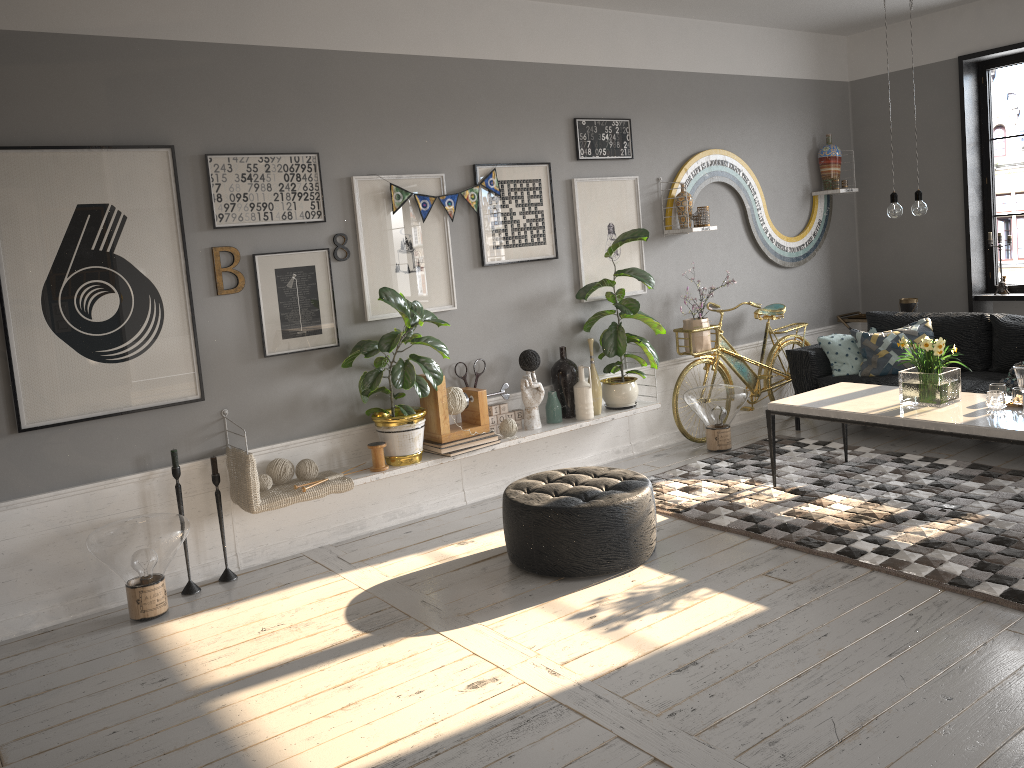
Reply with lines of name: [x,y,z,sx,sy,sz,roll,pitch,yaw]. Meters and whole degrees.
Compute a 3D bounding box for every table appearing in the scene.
table: [2.158,0.351,4.592,0.736,0.507,1.459,-11,10,-35]
table: [3.081,-0.235,7.211,0.341,0.675,0.744,-9,8,-35]

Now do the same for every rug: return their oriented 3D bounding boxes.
rug: [1.920,0.597,4.703,1.780,0.034,2.533,-11,11,-35]

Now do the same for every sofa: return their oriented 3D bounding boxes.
sofa: [2.990,-0.037,5.706,0.975,0.792,2.346,-11,10,-36]

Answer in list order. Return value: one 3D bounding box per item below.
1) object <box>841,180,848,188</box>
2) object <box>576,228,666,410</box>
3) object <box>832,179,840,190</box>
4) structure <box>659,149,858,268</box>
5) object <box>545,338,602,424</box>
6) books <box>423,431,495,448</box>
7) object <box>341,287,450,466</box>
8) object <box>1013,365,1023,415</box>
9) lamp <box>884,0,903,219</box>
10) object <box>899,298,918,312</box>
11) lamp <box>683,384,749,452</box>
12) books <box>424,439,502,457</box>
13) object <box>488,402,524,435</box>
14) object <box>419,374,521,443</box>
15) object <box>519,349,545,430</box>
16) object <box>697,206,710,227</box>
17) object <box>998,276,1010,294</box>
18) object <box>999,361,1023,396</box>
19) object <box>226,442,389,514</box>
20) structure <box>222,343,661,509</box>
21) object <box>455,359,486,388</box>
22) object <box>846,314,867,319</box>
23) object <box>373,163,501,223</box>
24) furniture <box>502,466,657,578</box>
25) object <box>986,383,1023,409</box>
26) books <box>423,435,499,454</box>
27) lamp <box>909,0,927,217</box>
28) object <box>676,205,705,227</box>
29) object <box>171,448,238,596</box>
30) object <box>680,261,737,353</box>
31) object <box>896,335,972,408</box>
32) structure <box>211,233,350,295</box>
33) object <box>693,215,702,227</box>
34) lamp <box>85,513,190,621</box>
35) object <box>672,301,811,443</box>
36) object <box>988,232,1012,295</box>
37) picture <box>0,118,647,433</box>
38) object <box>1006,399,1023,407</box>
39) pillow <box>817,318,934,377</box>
object: [2.668,-1.605,7.098,0.050,0.058,0.050,1,9,44]
object: [0.706,-0.416,5.713,0.567,1.142,0.419,-5,6,4]
object: [2.594,-1.596,7.086,0.060,0.078,0.060,1,9,43]
structure: [1.935,-1.325,6.686,2.033,0.949,0.267,-11,8,-36]
object: [0.377,-0.023,5.523,0.331,0.485,0.288,-3,6,14]
books: [-0.314,0.305,5.029,0.381,0.017,0.229,-12,12,-38]
object: [-0.596,-0.050,4.730,0.545,0.957,0.514,0,8,39]
object: [2.436,0.024,4.162,0.168,0.225,0.082,-8,6,-24]
lamp: [1.630,-1.479,3.834,0.074,1.526,1.407,-3,7,23]
object: [3.136,-0.593,6.992,0.141,0.159,0.139,-5,7,2]
lamp: [1.388,0.230,5.987,0.432,0.434,0.435,-6,7,-5]
books: [-0.295,0.349,5.038,0.370,0.021,0.297,-13,12,-41]
object: [-0.052,0.201,5.349,0.266,0.172,0.078,-10,7,-30]
object: [-0.227,0.129,5.082,0.548,0.437,0.239,-11,8,-36]
object: [0.116,0.031,5.352,0.156,0.480,0.136,-9,7,-36]
object: [1.337,-1.167,6.171,0.086,0.139,0.086,-11,9,-43]
object: [3.805,-0.774,6.841,0.085,0.150,0.085,-9,7,-32]
object: [3.117,0.081,5.049,0.493,0.327,0.667,-12,11,-40]
object: [-1.015,0.411,4.515,0.789,0.304,0.329,-11,9,-35]
structure: [-0.228,0.152,5.119,2.791,0.483,0.308,-12,9,-36]
object: [-0.230,0.087,5.260,0.223,0.460,0.019,-9,7,-36]
object: [2.963,-0.557,7.306,0.248,0.015,0.319,-11,11,-35]
object: [-0.405,-1.098,5.104,0.919,0.337,0.057,-11,8,-36]
furniture: [0.323,0.642,4.260,0.735,0.354,0.741,2,11,41]
object: [2.476,0.063,4.353,0.246,0.087,0.281,0,10,32]
books: [-0.304,0.327,5.025,0.386,0.029,0.260,-11,11,-35]
lamp: [1.766,-1.495,3.858,0.074,1.526,1.407,-3,7,23]
object: [1.226,-1.152,6.073,0.197,0.165,0.060,-5,6,-2]
object: [-1.492,0.629,4.248,0.281,0.696,0.091,-11,8,-43]
object: [1.399,-0.552,6.202,0.489,0.637,0.254,-7,6,-18]
object: [2.144,-0.078,4.563,0.326,0.349,0.352,-10,9,-33]
structure: [-1.175,-0.628,4.584,0.743,0.261,0.024,-11,8,-36]
object: [1.312,-1.149,6.251,0.062,0.081,0.063,-1,8,30]
lamp: [-1.650,0.823,3.960,0.433,0.434,0.435,-7,7,-14]
object: [1.750,-0.149,6.499,0.427,0.963,1.637,1,10,45]
object: [3.726,-0.927,6.778,0.145,0.487,0.163,-5,6,0]
picture: [-0.859,-0.400,2.312,7.333,1.782,4.049,-11,11,-35]
object: [2.597,0.092,4.297,0.248,0.015,0.319,-11,11,-35]
pillow: [2.564,-0.252,6.159,0.798,0.359,0.447,1,10,36]
